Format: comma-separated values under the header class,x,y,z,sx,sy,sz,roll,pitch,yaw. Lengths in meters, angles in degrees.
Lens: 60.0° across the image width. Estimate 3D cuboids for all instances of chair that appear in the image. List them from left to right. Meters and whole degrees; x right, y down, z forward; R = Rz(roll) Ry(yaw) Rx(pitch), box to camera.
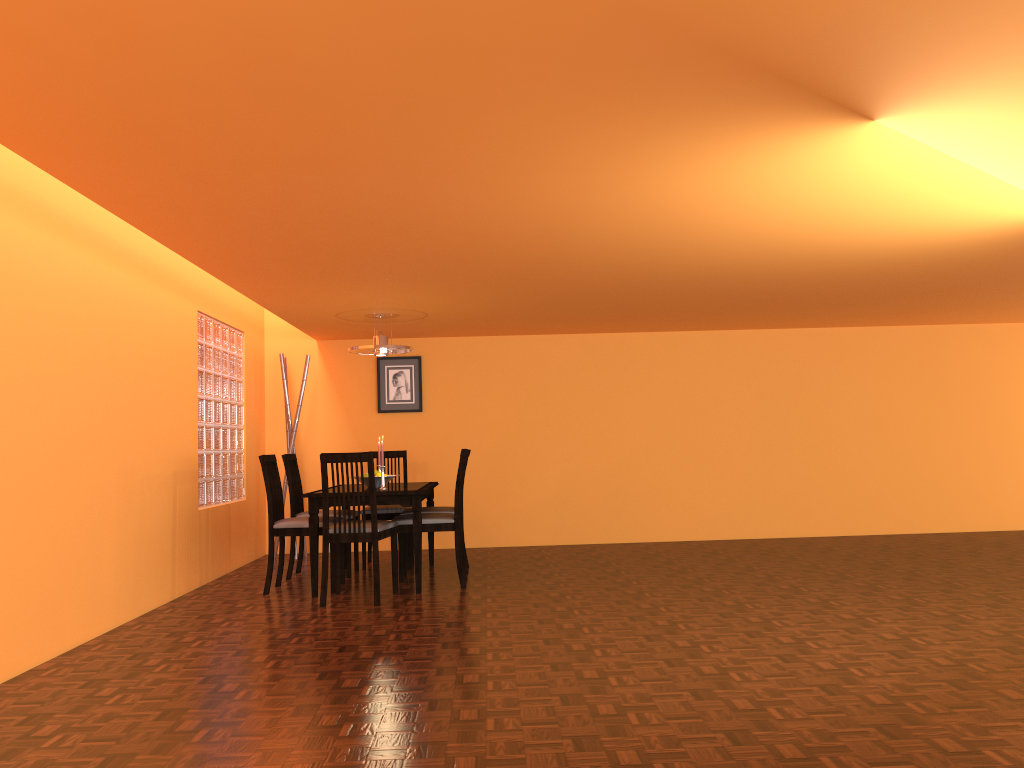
class,x,y,z,sx,sy,sz,roll,pitch,yaw
chair,-1.244,0.818,5.271,0.465,0.809,0.373,-2,-4,-2
chair,-1.260,0.859,5.847,0.465,0.809,0.373,-2,-4,-2
chair,-0.847,0.777,4.842,0.373,0.809,0.465,-2,-4,3
chair,-0.879,0.880,6.301,0.373,0.809,0.465,-1,-4,-7
chair,-0.479,0.798,5.293,0.465,0.809,0.373,-2,-4,-2
chair,-0.494,0.839,5.868,0.465,0.809,0.373,-2,-4,-2

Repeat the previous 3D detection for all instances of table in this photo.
class,x,y,z,sx,sy,sz,roll,pitch,yaw
table,-0.836,0.940,5.556,0.697,0.584,1.259,-2,-4,-2

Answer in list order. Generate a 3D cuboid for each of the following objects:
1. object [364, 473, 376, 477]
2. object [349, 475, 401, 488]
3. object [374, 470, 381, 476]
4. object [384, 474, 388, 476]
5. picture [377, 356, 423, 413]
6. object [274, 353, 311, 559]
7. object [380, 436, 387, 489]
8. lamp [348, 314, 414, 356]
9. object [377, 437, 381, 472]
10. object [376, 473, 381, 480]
class,x,y,z,sx,sy,sz,roll,pitch,yaw
object,-0.887,0.594,5.511,0.089,0.076,0.087,-2,-4,4
object,-0.857,0.610,5.538,0.337,0.072,0.337,1,-5,-35
object,-0.863,0.580,5.613,0.069,0.066,0.069,-2,-4,8
object,-0.792,0.582,5.500,0.055,0.046,0.046,2,-5,-39
picture,-0.913,0.005,7.208,0.361,0.456,0.014,-2,-4,-2
object,-1.703,0.558,6.896,0.308,1.589,0.226,-3,-4,20
object,-0.772,0.463,5.288,0.044,0.326,0.044,-1,-4,-13
lamp,-0.882,-0.328,5.965,0.435,0.274,0.435,-3,-4,20
object,-0.871,0.503,5.826,0.044,0.326,0.044,-1,-4,-13
object,-0.814,0.568,5.456,0.046,0.046,0.055,0,-4,-19
